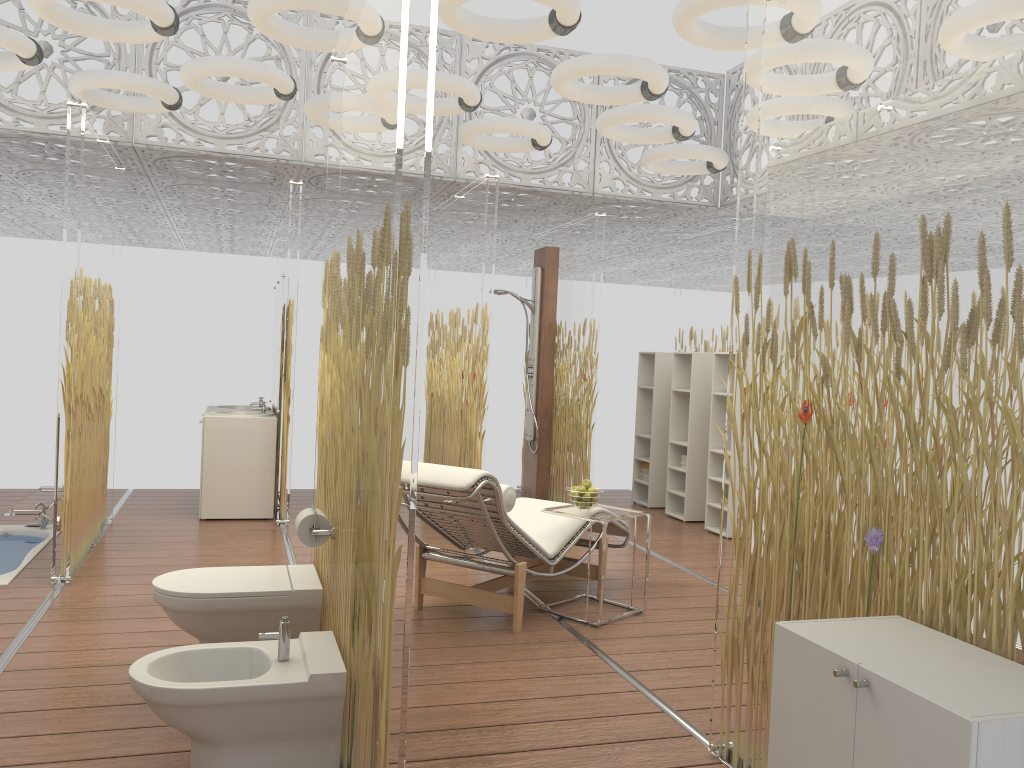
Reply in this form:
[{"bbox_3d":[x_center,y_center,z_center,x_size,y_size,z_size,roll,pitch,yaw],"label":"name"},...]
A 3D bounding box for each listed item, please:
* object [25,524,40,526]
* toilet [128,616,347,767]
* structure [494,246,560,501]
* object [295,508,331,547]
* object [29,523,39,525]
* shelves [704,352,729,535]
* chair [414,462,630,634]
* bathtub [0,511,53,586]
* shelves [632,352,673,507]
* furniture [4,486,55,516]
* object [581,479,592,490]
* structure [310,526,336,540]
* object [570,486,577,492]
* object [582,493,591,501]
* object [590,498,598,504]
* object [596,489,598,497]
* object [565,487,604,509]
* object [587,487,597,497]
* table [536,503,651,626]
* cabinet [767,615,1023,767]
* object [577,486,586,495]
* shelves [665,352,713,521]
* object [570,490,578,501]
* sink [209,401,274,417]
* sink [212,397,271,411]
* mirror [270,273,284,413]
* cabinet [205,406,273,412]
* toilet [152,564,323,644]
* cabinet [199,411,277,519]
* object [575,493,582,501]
[{"bbox_3d":[-3.368,0.995,6.243,0.108,0.011,0.065,2,1,-8],"label":"object"},{"bbox_3d":[-0.842,0.967,2.705,0.611,0.506,0.401,2,1,-17],"label":"toilet"},{"bbox_3d":[0.109,-0.082,8.271,0.624,2.402,0.433,2,2,-31],"label":"structure"},{"bbox_3d":[-0.705,0.506,3.140,0.115,0.115,0.131,2,1,-17],"label":"object"},{"bbox_3d":[-3.367,0.988,6.243,0.066,0.016,0.035,2,1,-8],"label":"object"},{"bbox_3d":[1.839,0.479,7.176,0.344,1.460,0.366,2,1,-17],"label":"shelves"},{"bbox_3d":[0.030,0.792,4.862,0.635,0.811,1.787,4,2,33],"label":"chair"},{"bbox_3d":[-3.287,1.140,5.442,0.700,0.582,1.700,2,1,-17],"label":"bathtub"},{"bbox_3d":[1.418,0.428,8.518,0.344,1.460,0.366,2,1,-17],"label":"shelves"},{"bbox_3d":[-2.766,0.679,5.206,0.178,0.014,0.977,2,1,-17],"label":"furniture"},{"bbox_3d":[0.395,0.534,4.705,0.055,0.056,0.055,2,1,-17],"label":"object"},{"bbox_3d":[-0.673,0.509,3.129,0.080,0.047,0.215,2,1,-17],"label":"structure"},{"bbox_3d":[0.333,0.572,4.746,0.047,0.048,0.047,4,2,35],"label":"object"},{"bbox_3d":[0.390,0.593,4.651,0.047,0.045,0.047,2,1,-13],"label":"object"},{"bbox_3d":[0.435,0.613,4.695,0.045,0.042,0.045,2,1,-23],"label":"object"},{"bbox_3d":[0.433,0.583,4.736,0.055,0.048,0.054,2,1,-24],"label":"object"},{"bbox_3d":[0.383,0.612,4.710,0.206,0.105,0.206,3,2,28],"label":"object"},{"bbox_3d":[0.422,0.571,4.682,0.050,0.054,0.055,4,2,42],"label":"object"},{"bbox_3d":[0.437,0.939,4.723,0.420,0.535,0.420,4,2,42],"label":"table"},{"bbox_3d":[0.863,0.935,1.878,0.358,0.712,0.595,2,1,-17],"label":"cabinet"},{"bbox_3d":[0.365,0.558,4.651,0.047,0.045,0.047,2,1,-17],"label":"object"},{"bbox_3d":[1.629,0.453,7.847,0.344,1.460,0.366,2,1,-17],"label":"shelves"},{"bbox_3d":[0.334,0.591,4.703,0.058,0.058,0.058,4,2,39],"label":"object"},{"bbox_3d":[-2.165,0.267,7.116,0.499,0.266,0.573,2,1,-15],"label":"sink"},{"bbox_3d":[-2.380,0.241,7.801,0.499,0.266,0.573,2,1,-20],"label":"sink"},{"bbox_3d":[-1.997,-0.338,7.518,0.009,1.081,1.422,2,1,-17],"label":"mirror"},{"bbox_3d":[-2.412,0.608,7.803,0.549,0.782,0.643,2,1,-17],"label":"cabinet"},{"bbox_3d":[-1.069,0.967,3.426,0.611,0.437,0.401,2,1,-17],"label":"toilet"},{"bbox_3d":[-2.197,0.634,7.117,0.549,0.782,0.643,2,1,-17],"label":"cabinet"},{"bbox_3d":[0.347,0.594,4.664,0.040,0.040,0.039,2,2,-26],"label":"object"}]
